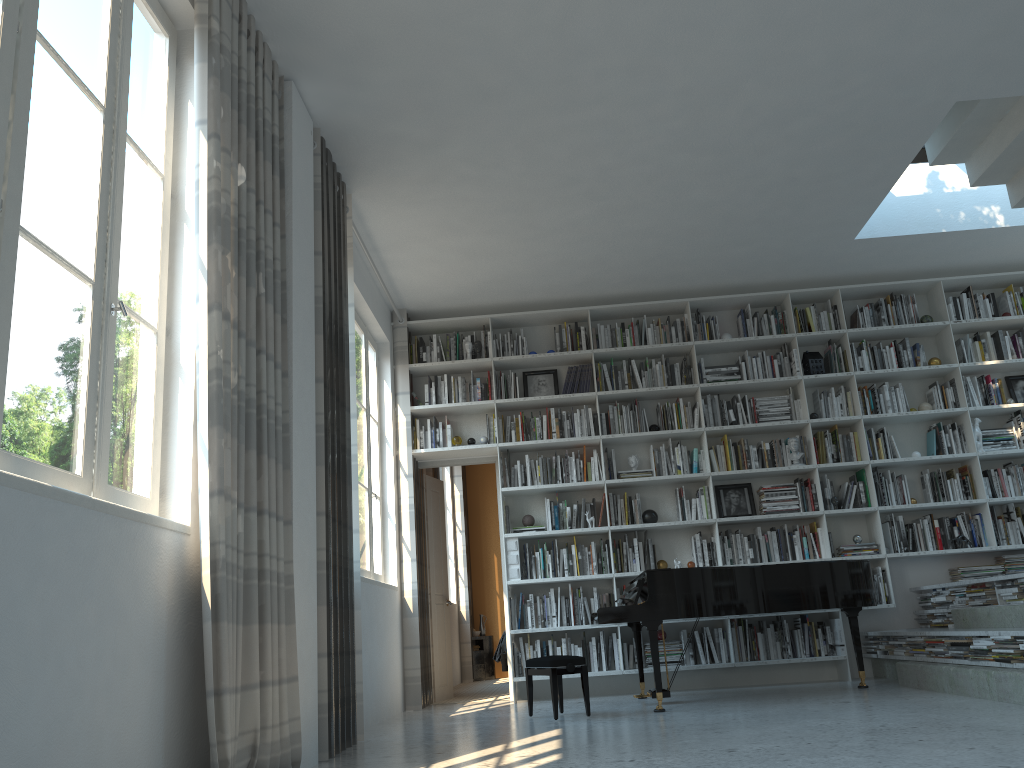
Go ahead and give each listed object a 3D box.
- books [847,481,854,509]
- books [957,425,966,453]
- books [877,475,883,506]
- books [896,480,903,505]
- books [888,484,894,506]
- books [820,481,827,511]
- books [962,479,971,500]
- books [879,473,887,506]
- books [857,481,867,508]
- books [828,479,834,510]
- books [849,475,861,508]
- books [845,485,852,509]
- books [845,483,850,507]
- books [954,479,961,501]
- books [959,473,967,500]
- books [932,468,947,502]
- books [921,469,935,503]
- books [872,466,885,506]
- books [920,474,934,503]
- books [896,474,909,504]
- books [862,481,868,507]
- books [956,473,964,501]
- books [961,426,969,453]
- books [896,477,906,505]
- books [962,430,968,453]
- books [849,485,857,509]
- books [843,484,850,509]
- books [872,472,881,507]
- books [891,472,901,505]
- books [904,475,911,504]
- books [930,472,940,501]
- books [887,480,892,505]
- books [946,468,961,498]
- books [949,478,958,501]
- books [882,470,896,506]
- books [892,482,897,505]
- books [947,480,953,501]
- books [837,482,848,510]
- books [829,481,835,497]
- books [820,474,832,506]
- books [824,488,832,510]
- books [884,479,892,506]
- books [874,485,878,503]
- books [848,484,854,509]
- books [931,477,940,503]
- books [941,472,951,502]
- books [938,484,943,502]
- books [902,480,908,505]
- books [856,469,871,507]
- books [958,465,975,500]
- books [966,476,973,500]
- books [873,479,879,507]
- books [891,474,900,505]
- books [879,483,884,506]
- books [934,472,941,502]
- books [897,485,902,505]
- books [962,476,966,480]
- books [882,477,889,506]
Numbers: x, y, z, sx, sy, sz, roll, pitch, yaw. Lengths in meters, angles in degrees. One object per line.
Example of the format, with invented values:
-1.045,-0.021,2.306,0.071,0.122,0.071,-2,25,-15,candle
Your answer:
2.708,0.915,7.162,0.094,0.238,0.150,-4,-16,2,books
3.632,0.475,7.212,0.011,0.252,0.169,-4,-16,2,books
2.943,0.873,7.156,0.006,0.280,0.155,-4,-15,2,books
3.108,0.891,7.154,0.008,0.222,0.134,-4,-16,2,books
3.023,0.910,7.133,0.013,0.186,0.184,-4,-16,2,books
2.499,0.924,7.175,0.028,0.252,0.143,-4,-15,2,books
3.614,0.863,7.100,0.016,0.180,0.190,-4,-16,2,books
2.974,0.867,7.148,0.005,0.283,0.159,-4,-15,2,books
2.797,0.909,7.141,0.029,0.222,0.171,-4,-16,2,books
2.559,0.914,7.179,0.012,0.265,0.158,-4,-16,2,books
2.775,0.886,7.169,0.013,0.285,0.139,-4,-15,2,books
2.694,0.931,7.161,0.090,0.211,0.143,-4,-16,2,books
2.683,0.926,7.168,0.095,0.225,0.144,-4,-16,2,books
3.536,0.871,7.114,0.019,0.182,0.191,-4,-16,2,books
3.595,0.847,7.133,0.021,0.231,0.155,-4,-16,2,books
3.446,0.834,7.150,0.007,0.284,0.160,-4,-15,2,books
3.359,0.841,7.162,0.016,0.289,0.132,-4,-15,2,books
2.961,0.847,7.179,0.007,0.341,0.150,-4,-15,2,books
3.343,0.857,7.145,0.019,0.251,0.130,-4,-15,2,books
3.146,0.868,7.149,0.014,0.260,0.142,-4,-15,2,books
2.823,0.908,7.151,0.021,0.226,0.148,-4,-16,2,books
3.559,0.847,7.122,0.018,0.229,0.182,-4,-16,2,books
3.666,0.477,7.216,0.010,0.245,0.159,-4,-16,2,books
3.118,0.881,7.146,0.015,0.237,0.177,-4,-16,2,books
3.651,0.497,7.221,0.023,0.211,0.165,-4,-16,2,books
2.727,0.931,7.156,0.091,0.204,0.169,-4,-16,2,books
2.667,0.929,7.146,0.089,0.209,0.176,-4,-16,2,books
2.930,0.868,7.159,0.018,0.294,0.178,-4,-16,2,books
3.086,0.863,7.163,0.006,0.284,0.160,-4,-15,2,books
3.160,0.872,7.149,0.013,0.250,0.173,-4,-16,2,books
3.390,0.848,7.144,0.015,0.261,0.150,-4,-15,2,books
3.009,0.897,7.142,0.013,0.217,0.161,-4,-16,2,books
3.546,0.827,7.129,0.006,0.273,0.173,-4,-16,2,books
3.520,0.867,7.120,0.015,0.194,0.176,-4,-16,2,books
3.032,0.856,7.146,0.014,0.296,0.175,-4,-16,2,books
3.056,0.904,7.149,0.013,0.202,0.167,-4,-16,2,books
3.479,0.874,7.110,0.018,0.181,0.182,-4,-16,2,books
2.649,0.920,7.145,0.095,0.227,0.190,-4,-16,2,books
2.583,0.921,7.176,0.035,0.247,0.141,-4,-15,2,books
2.545,0.893,7.176,0.013,0.306,0.141,-4,-15,2,books
2.528,0.945,7.147,0.027,0.191,0.183,-4,-16,2,books
2.996,0.891,7.132,0.011,0.225,0.188,-4,-16,2,books
2.906,0.923,7.151,0.015,0.187,0.168,-4,-16,2,books
2.714,0.929,7.168,0.090,0.214,0.139,-4,-16,2,books
3.376,0.868,7.124,0.016,0.215,0.178,-4,-16,2,books
3.458,0.842,7.120,0.018,0.250,0.184,-4,-16,2,books
3.424,0.876,7.154,0.031,0.208,0.122,-4,-16,2,books
3.133,0.893,7.138,0.014,0.207,0.181,-4,-16,2,books
2.837,0.859,7.161,0.014,0.324,0.183,-4,-15,2,books
3.651,0.807,7.124,0.007,0.294,0.162,-4,-15,2,books
3.644,0.854,7.120,0.013,0.203,0.159,-4,-16,2,books
2.918,0.899,7.166,0.011,0.238,0.137,-4,-15,2,books
3.066,0.869,7.146,0.012,0.266,0.183,-4,-16,2,books
2.955,0.911,7.152,0.013,0.204,0.154,-4,-16,2,books
3.402,0.849,7.142,0.008,0.258,0.159,-5,-16,2,books
3.099,0.913,7.147,0.013,0.178,0.141,-4,-16,2,books
3.630,0.857,7.130,0.016,0.204,0.142,-4,-16,2,books
2.984,0.884,7.145,0.013,0.248,0.165,-4,-16,2,books
